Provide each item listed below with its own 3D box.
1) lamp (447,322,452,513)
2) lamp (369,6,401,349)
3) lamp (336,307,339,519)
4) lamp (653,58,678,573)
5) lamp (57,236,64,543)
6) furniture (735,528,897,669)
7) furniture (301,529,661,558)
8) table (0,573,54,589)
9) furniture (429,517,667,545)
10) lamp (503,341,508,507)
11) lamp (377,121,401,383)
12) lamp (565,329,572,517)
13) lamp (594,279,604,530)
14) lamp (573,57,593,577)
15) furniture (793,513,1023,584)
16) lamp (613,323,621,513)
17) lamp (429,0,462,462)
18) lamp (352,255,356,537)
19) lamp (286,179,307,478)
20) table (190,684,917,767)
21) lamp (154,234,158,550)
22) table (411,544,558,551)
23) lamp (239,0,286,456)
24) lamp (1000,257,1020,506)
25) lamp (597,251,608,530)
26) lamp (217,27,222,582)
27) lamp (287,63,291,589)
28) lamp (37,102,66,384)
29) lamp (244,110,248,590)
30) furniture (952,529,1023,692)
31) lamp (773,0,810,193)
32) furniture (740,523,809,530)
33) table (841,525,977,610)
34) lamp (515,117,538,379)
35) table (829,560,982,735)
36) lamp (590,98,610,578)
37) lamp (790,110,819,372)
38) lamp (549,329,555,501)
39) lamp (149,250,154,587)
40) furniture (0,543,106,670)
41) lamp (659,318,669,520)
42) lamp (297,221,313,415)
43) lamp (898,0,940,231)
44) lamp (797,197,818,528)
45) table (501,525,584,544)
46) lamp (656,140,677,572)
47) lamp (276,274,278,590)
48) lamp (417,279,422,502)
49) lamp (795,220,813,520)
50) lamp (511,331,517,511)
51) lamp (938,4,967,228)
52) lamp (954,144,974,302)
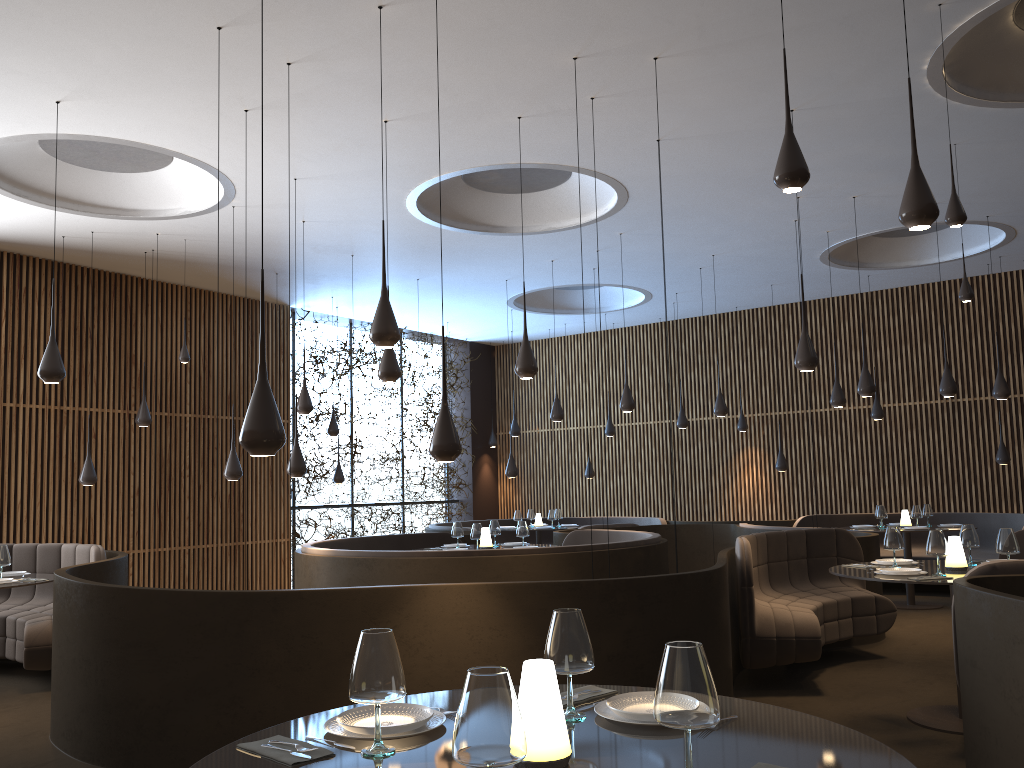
[{"bbox_3d":[-1.112,1.971,16.212,0.196,6.261,0.196,1,-6,-29],"label":"lamp"},{"bbox_3d":[-0.822,-1.332,5.633,0.196,2.218,0.196,0,-6,-19],"label":"lamp"},{"bbox_3d":[-2.862,1.828,14.623,0.196,6.261,0.196,1,-6,-29],"label":"lamp"},{"bbox_3d":[1.140,0.720,6.240,0.196,6.261,0.196,-4,-6,21],"label":"lamp"},{"bbox_3d":[-5.239,1.368,10.233,0.196,6.261,0.196,-7,-7,43],"label":"lamp"},{"bbox_3d":[2.657,1.869,7.951,0.932,1.058,2.534,-7,-8,41],"label":"furniture"},{"bbox_3d":[-0.318,2.244,9.632,3.881,1.115,3.799,-3,-7,11],"label":"furniture"},{"bbox_3d":[-4.590,2.134,7.183,1.673,1.021,1.675,-5,-7,27],"label":"table"},{"bbox_3d":[0.607,2.778,14.518,3.884,1.045,3.800,-3,-7,12],"label":"furniture"},{"bbox_3d":[-0.100,2.217,18.506,0.196,6.261,0.196,1,-6,-29],"label":"lamp"},{"bbox_3d":[-1.038,-1.115,7.400,0.196,2.218,0.196,-6,-7,40],"label":"lamp"},{"bbox_3d":[1.102,1.967,16.679,0.196,6.261,0.196,3,-7,-39],"label":"lamp"},{"bbox_3d":[1.263,1.460,12.466,0.196,6.261,0.196,0,-6,-19],"label":"lamp"},{"bbox_3d":[0.545,0.731,6.205,0.196,6.261,0.196,-4,-6,21],"label":"lamp"},{"bbox_3d":[5.899,2.311,12.036,1.981,1.045,3.944,1,-7,-22],"label":"furniture"},{"bbox_3d":[2.036,1.952,16.765,0.196,6.261,0.196,3,-7,-39],"label":"lamp"},{"bbox_3d":[-0.431,-1.011,5.357,0.196,2.954,0.196,-6,-7,41],"label":"lamp"},{"bbox_3d":[-2.022,1.422,11.416,0.196,6.261,0.196,-1,-5,-9],"label":"lamp"},{"bbox_3d":[-2.115,-0.569,8.681,0.196,2.954,0.196,-2,-5,1],"label":"lamp"},{"bbox_3d":[0.082,1.391,2.016,1.675,1.021,1.674,-8,-9,44],"label":"table"},{"bbox_3d":[-4.121,1.337,10.227,0.196,6.261,0.196,1,-6,-26],"label":"lamp"},{"bbox_3d":[-0.269,2.313,9.659,1.674,1.021,1.675,5,-9,-44],"label":"table"},{"bbox_3d":[-1.106,-1.164,3.928,0.196,2.954,0.196,0,-6,-19],"label":"lamp"},{"bbox_3d":[7.070,1.296,12.400,0.196,6.261,0.196,3,-7,-39],"label":"lamp"},{"bbox_3d":[1.223,1.346,11.507,0.196,6.261,0.196,0,-6,-19],"label":"lamp"},{"bbox_3d":[-1.880,0.731,5.655,0.196,6.261,0.196,0,-6,-19],"label":"lamp"},{"bbox_3d":[-1.543,0.784,6.172,0.196,6.261,0.196,-6,-7,40],"label":"lamp"},{"bbox_3d":[-3.545,-1.111,6.871,0.196,2.218,0.196,0,-6,-19],"label":"lamp"},{"bbox_3d":[-2.082,0.889,6.935,0.196,6.261,0.196,-6,-7,41],"label":"lamp"},{"bbox_3d":[4.552,1.680,6.492,1.983,1.045,3.940,-6,-8,32],"label":"furniture"},{"bbox_3d":[1.019,-1.463,3.356,0.132,1.495,0.132,-6,-7,41],"label":"lamp"},{"bbox_3d":[3.570,2.330,11.344,0.900,1.045,2.538,0,-7,-13],"label":"furniture"},{"bbox_3d":[5.220,2.405,11.665,1.673,1.021,1.675,-5,-7,25],"label":"table"},{"bbox_3d":[0.091,-1.149,7.400,0.196,2.218,0.196,-5,-6,31],"label":"lamp"},{"bbox_3d":[3.098,1.798,6.103,1.672,1.021,1.676,1,-7,-20],"label":"table"},{"bbox_3d":[0.733,0.807,6.878,0.196,6.261,0.196,1,-6,-29],"label":"lamp"},{"bbox_3d":[2.400,-1.211,7.405,0.196,2.218,0.196,-1,-5,-9],"label":"lamp"},{"bbox_3d":[0.822,2.040,17.227,0.196,6.261,0.196,-4,-6,21],"label":"lamp"},{"bbox_3d":[-4.446,1.426,10.898,0.196,6.261,0.196,-7,-7,43],"label":"lamp"},{"bbox_3d":[-4.437,2.001,8.008,2.534,1.058,0.932,-6,-7,31],"label":"furniture"},{"bbox_3d":[2.868,1.884,16.385,0.196,6.261,0.196,1,-6,-29],"label":"lamp"},{"bbox_3d":[-2.364,-0.760,10.081,0.196,2.218,0.196,-5,-6,30],"label":"lamp"},{"bbox_3d":[1.632,-1.495,3.679,0.153,1.732,0.153,-2,-5,1],"label":"lamp"},{"bbox_3d":[3.249,1.054,9.516,0.196,6.261,0.196,0,-6,-19],"label":"lamp"},{"bbox_3d":[0.458,2.898,14.717,1.672,1.021,1.677,-1,-6,-4],"label":"table"},{"bbox_3d":[1.415,0.897,7.788,0.196,6.261,0.196,0,-6,-19],"label":"lamp"},{"bbox_3d":[-3.244,1.557,12.263,0.196,6.261,0.196,-3,-5,11],"label":"lamp"},{"bbox_3d":[-1.309,1.572,12.827,0.196,6.261,0.196,-1,-5,-9],"label":"lamp"},{"bbox_3d":[3.497,1.151,10.381,0.196,6.261,0.196,0,-6,-19],"label":"lamp"},{"bbox_3d":[0.078,2.069,17.305,0.196,6.261,0.196,1,-6,-29],"label":"lamp"},{"bbox_3d":[2.865,-1.772,5.824,0.133,1.505,0.133,-5,-6,30],"label":"lamp"},{"bbox_3d":[4.202,-1.515,8.299,0.133,1.505,0.133,-5,-6,31],"label":"lamp"}]
